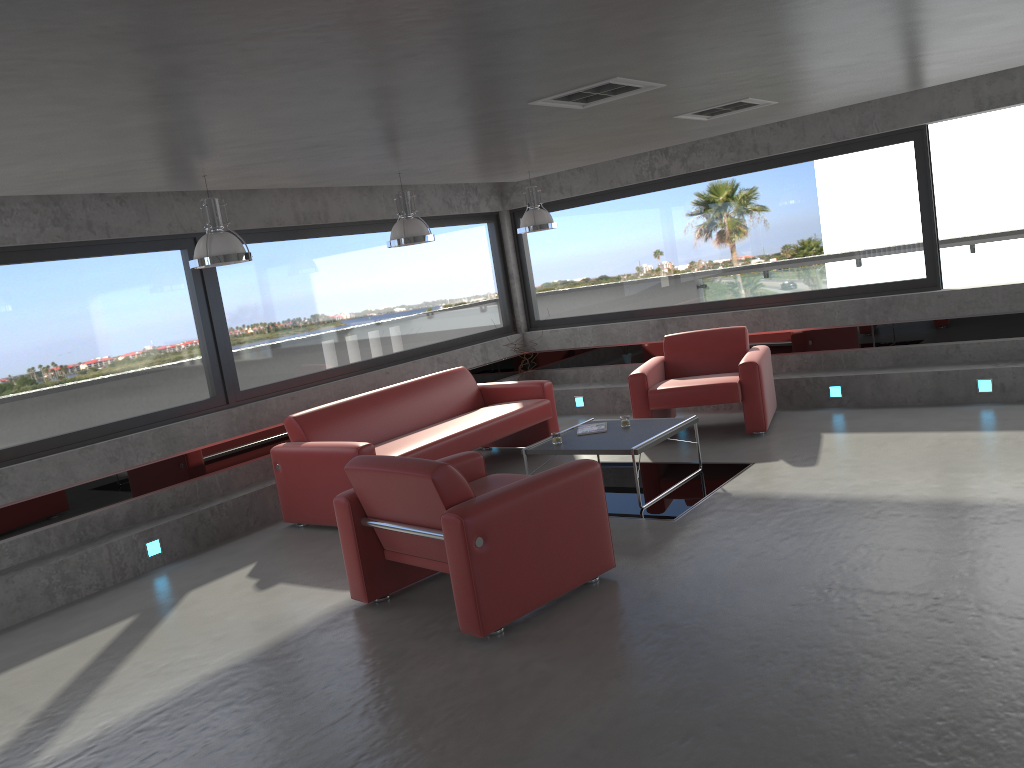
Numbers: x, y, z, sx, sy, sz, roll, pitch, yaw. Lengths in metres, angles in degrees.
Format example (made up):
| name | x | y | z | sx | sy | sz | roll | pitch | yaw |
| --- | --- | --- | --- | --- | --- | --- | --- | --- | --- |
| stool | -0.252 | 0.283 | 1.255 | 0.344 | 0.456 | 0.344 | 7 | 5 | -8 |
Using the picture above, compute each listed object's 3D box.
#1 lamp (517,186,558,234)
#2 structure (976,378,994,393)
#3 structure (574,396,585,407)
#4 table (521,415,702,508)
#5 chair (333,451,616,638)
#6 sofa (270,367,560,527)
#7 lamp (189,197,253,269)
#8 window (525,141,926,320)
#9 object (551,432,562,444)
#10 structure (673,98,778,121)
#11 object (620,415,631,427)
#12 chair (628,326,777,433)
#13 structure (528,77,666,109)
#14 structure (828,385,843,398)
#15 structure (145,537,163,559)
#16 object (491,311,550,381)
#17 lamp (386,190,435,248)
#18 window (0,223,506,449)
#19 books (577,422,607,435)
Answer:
| name | x | y | z | sx | sy | sz | roll | pitch | yaw |
| --- | --- | --- | --- | --- | --- | --- | --- | --- | --- |
| lamp | 0.215 | -1.677 | 8.488 | 0.388 | 0.422 | 0.389 | -5 | 8 | 26 |
| structure | 4.068 | 0.016 | 7.626 | 0.123 | 0.123 | 0.004 | -3 | 9 | 37 |
| structure | 0.771 | 0.205 | 10.123 | 0.123 | 0.123 | 0.004 | -3 | 9 | 37 |
| table | 0.783 | 0.576 | 6.775 | 0.994 | 0.436 | 1.018 | -3 | 9 | 37 |
| chair | -0.210 | 0.710 | 5.024 | 1.130 | 0.854 | 1.196 | -16 | 10 | -42 |
| sofa | -0.720 | 0.425 | 7.793 | 1.120 | 0.854 | 2.626 | -3 | 9 | 37 |
| lamp | -1.891 | -0.973 | 5.654 | 0.389 | 0.422 | 0.388 | -3 | 9 | 37 |
| window | 1.979 | -1.514 | 9.532 | 4.583 | 1.364 | 0.003 | -3 | 9 | 37 |
| object | 0.338 | 0.408 | 6.690 | 0.079 | 0.077 | 0.079 | -6 | 8 | 20 |
| structure | 1.502 | -2.063 | 6.287 | 0.563 | 0.240 | 0.563 | -3 | 9 | 37 |
| object | 0.885 | 0.291 | 6.928 | 0.079 | 0.077 | 0.079 | -1 | 11 | 45 |
| chair | 1.777 | -0.032 | 8.283 | 1.196 | 0.854 | 1.130 | -6 | 8 | 22 |
| structure | 0.455 | -1.713 | 4.879 | 0.563 | 0.240 | 0.563 | -3 | 9 | 37 |
| structure | 3.060 | 0.074 | 8.389 | 0.123 | 0.123 | 0.004 | -3 | 9 | 37 |
| structure | -2.646 | 1.212 | 6.551 | 0.004 | 0.123 | 0.123 | -3 | 9 | 37 |
| object | 0.146 | -0.141 | 9.658 | 0.466 | 1.289 | 0.531 | -15 | 10 | -39 |
| lamp | -0.838 | -1.325 | 7.071 | 0.389 | 0.422 | 0.388 | -3 | 9 | 37 |
| window | -2.433 | -0.586 | 7.748 | 0.003 | 1.364 | 7.800 | -3 | 9 | 37 |
| books | 0.634 | 0.349 | 7.006 | 0.228 | 0.022 | 0.326 | -8 | 7 | 7 |
